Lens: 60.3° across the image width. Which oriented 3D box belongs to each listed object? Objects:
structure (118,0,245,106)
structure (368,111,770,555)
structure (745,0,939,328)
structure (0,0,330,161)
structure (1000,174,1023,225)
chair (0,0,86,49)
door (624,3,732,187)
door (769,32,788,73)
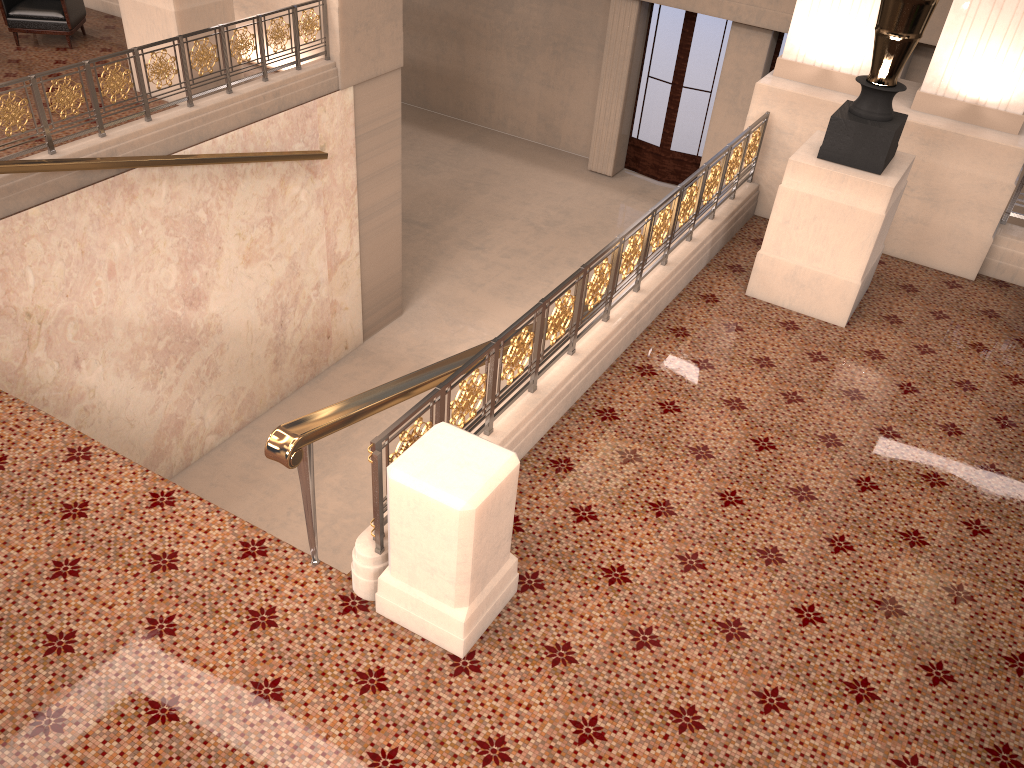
[{"bbox_3d":[-2.886,-3.882,7.284,0.690,2.949,0.672,23,42,21],"label":"structure"},{"bbox_3d":[0.665,-0.680,5.162,0.078,0.569,4.734,24,41,21],"label":"structure"},{"bbox_3d":[2.206,-1.803,5.308,0.690,2.949,0.672,23,42,21],"label":"structure"},{"bbox_3d":[-2.970,-2.164,6.572,0.078,0.569,4.739,25,41,22],"label":"structure"},{"bbox_3d":[4.790,-1.036,5.996,2.498,0.693,0.031,22,42,20],"label":"structure"},{"bbox_3d":[-4.633,-3.841,8.675,0.647,0.893,0.678,1,39,-6],"label":"chair"},{"bbox_3d":[2.628,-4.598,14.103,1.470,2.881,0.149,22,42,20],"label":"door"},{"bbox_3d":[4.422,-3.866,13.407,1.470,2.881,0.149,22,42,20],"label":"door"}]
